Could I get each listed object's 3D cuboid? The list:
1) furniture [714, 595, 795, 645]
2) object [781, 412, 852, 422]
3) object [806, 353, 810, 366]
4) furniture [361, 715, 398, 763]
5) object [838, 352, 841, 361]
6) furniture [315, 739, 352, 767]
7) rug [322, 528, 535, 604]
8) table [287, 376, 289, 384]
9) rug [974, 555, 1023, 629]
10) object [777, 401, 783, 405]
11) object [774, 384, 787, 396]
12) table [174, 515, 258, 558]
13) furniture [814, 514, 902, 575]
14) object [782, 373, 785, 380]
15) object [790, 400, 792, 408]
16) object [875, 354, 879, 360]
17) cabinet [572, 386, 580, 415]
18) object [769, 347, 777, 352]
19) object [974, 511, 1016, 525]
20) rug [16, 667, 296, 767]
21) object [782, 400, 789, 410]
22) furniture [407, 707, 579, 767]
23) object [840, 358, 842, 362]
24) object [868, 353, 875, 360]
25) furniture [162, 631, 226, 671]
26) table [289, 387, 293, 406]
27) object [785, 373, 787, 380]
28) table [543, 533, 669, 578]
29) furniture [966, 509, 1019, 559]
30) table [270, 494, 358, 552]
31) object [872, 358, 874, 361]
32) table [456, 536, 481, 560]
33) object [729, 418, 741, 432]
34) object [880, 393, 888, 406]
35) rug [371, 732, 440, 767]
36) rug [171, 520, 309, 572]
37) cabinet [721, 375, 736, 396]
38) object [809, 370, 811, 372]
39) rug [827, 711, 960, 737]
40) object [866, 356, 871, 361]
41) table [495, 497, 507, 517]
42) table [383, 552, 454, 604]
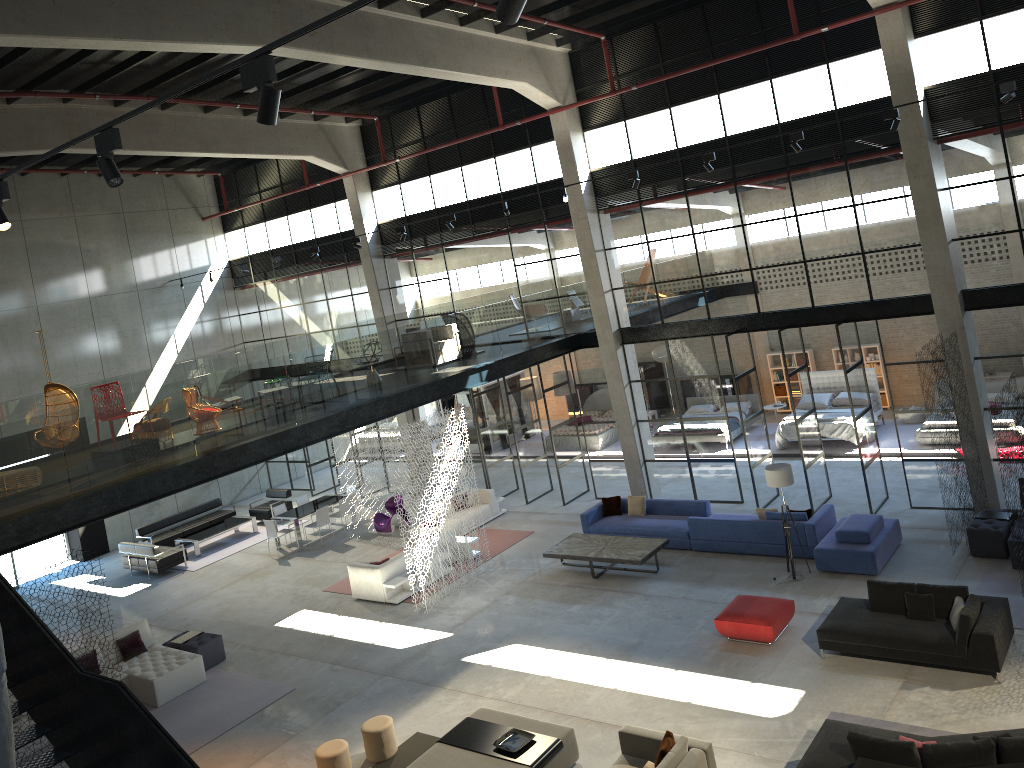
[{"bbox_3d":[3.424,3.292,12.316,0.846,0.375,0.870,-5,9,38],"label":"furniture"},{"bbox_3d":[7.448,1.042,20.971,2.258,0.657,0.663,-4,7,41],"label":"object"},{"bbox_3d":[8.217,-0.683,24.645,0.320,0.297,0.329,-7,5,39],"label":"object"},{"bbox_3d":[-1.653,4.422,10.944,0.396,0.400,0.407,-8,4,28],"label":"furniture"},{"bbox_3d":[9.016,-0.737,24.070,0.094,0.262,0.095,-11,1,-1],"label":"object"},{"bbox_3d":[-2.142,4.568,10.558,0.407,0.400,0.397,-13,5,-37],"label":"furniture"},{"bbox_3d":[-1.633,3.616,17.985,2.621,0.020,3.695,-4,10,38],"label":"rug"},{"bbox_3d":[-4.472,0.148,16.832,0.390,0.516,0.417,-10,3,14],"label":"table"},{"bbox_3d":[8.107,2.740,11.447,3.592,0.020,2.695,-4,10,38],"label":"rug"},{"bbox_3d":[6.914,0.498,22.685,0.168,0.090,0.169,-11,6,0],"label":"object"},{"bbox_3d":[7.746,0.167,25.134,0.320,0.297,0.329,-7,5,39],"label":"object"},{"bbox_3d":[-7.517,3.876,22.361,0.892,0.407,1.834,-5,9,38],"label":"table"},{"bbox_3d":[5.596,2.494,14.207,0.940,0.553,1.564,-6,8,38],"label":"furniture"},{"bbox_3d":[7.782,-0.218,25.090,0.082,0.228,0.080,-11,1,-20],"label":"object"},{"bbox_3d":[8.127,0.549,24.890,0.320,0.297,0.329,-7,5,39],"label":"object"},{"bbox_3d":[9.793,-0.730,23.475,0.143,0.137,0.140,-13,5,-34],"label":"object"},{"bbox_3d":[2.385,0.655,29.361,1.029,1.159,0.456,-8,2,39],"label":"cabinet"},{"bbox_3d":[7.534,-0.995,25.318,0.231,0.151,0.054,-6,3,36],"label":"object"},{"bbox_3d":[7.556,2.098,13.733,0.513,0.099,0.306,-3,10,43],"label":"object"},{"bbox_3d":[-5.385,5.080,12.618,2.621,0.020,3.695,-4,10,38],"label":"rug"},{"bbox_3d":[7.827,0.602,25.104,0.140,0.235,0.138,-11,2,-15],"label":"object"},{"bbox_3d":[-0.259,4.318,9.862,1.434,0.398,1.564,-5,10,38],"label":"furniture"},{"bbox_3d":[9.009,-0.660,23.936,0.111,0.156,0.109,-13,3,-40],"label":"object"},{"bbox_3d":[9.661,-0.737,23.577,0.174,0.169,0.176,-10,4,6],"label":"object"},{"bbox_3d":[-5.391,4.527,14.876,0.950,0.454,0.518,-6,6,33],"label":"furniture"},{"bbox_3d":[-4.331,0.293,16.051,0.477,0.394,0.629,-13,6,-26],"label":"table"},{"bbox_3d":[7.982,-0.264,24.888,0.320,0.297,0.329,-7,5,39],"label":"object"},{"bbox_3d":[1.703,3.110,15.760,2.043,0.398,1.045,-4,9,38],"label":"table"},{"bbox_3d":[7.495,2.310,13.629,0.504,0.454,0.976,-6,8,43],"label":"furniture"},{"bbox_3d":[-4.785,3.341,21.310,0.891,0.756,1.834,-7,8,39],"label":"table"},{"bbox_3d":[9.637,-0.658,23.430,0.065,0.063,0.066,-11,4,-4],"label":"object"},{"bbox_3d":[-1.198,3.349,17.971,1.189,0.369,0.305,-5,6,38],"label":"table"},{"bbox_3d":[4.872,1.140,23.044,2.090,0.246,0.731,-4,9,38],"label":"object"},{"bbox_3d":[9.909,0.412,23.498,0.320,0.297,0.329,-7,5,39],"label":"object"},{"bbox_3d":[-0.615,4.688,9.155,3.592,0.020,2.695,-4,10,38],"label":"rug"},{"bbox_3d":[-7.276,4.034,22.405,2.386,0.025,3.452,-4,10,38],"label":"rug"},{"bbox_3d":[6.190,0.368,26.418,2.061,1.158,0.456,-6,4,38],"label":"cabinet"},{"bbox_3d":[8.308,-0.345,24.652,0.257,0.133,0.059,-6,4,38],"label":"object"},{"bbox_3d":[4.271,3.958,7.907,3.592,0.020,2.695,-4,10,38],"label":"rug"},{"bbox_3d":[9.547,-0.676,23.498,0.114,0.112,0.118,-7,5,41],"label":"object"},{"bbox_3d":[-0.582,2.868,20.537,0.892,0.369,0.305,-5,6,38],"label":"table"},{"bbox_3d":[-1.737,3.654,16.538,0.297,0.368,1.597,-8,7,39],"label":"table"}]
